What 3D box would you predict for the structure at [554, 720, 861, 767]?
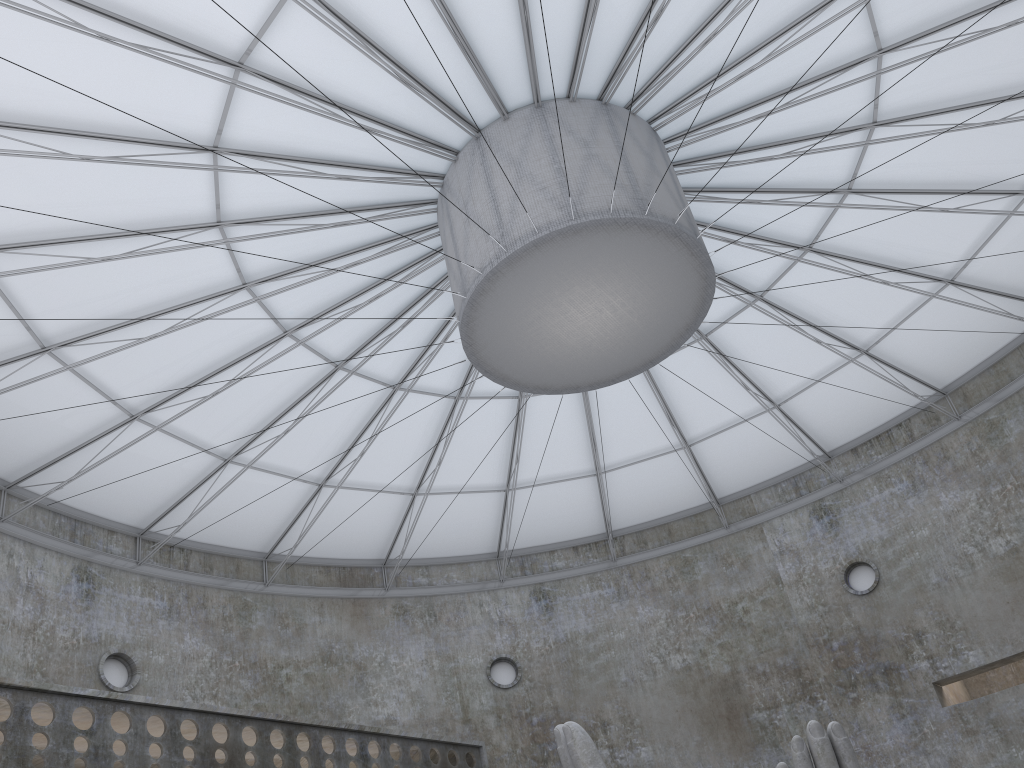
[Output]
[{"bbox_3d":[6.073,7.330,15.371,10.696,5.562,16.079,-6,-34,-10],"label":"structure"}]
